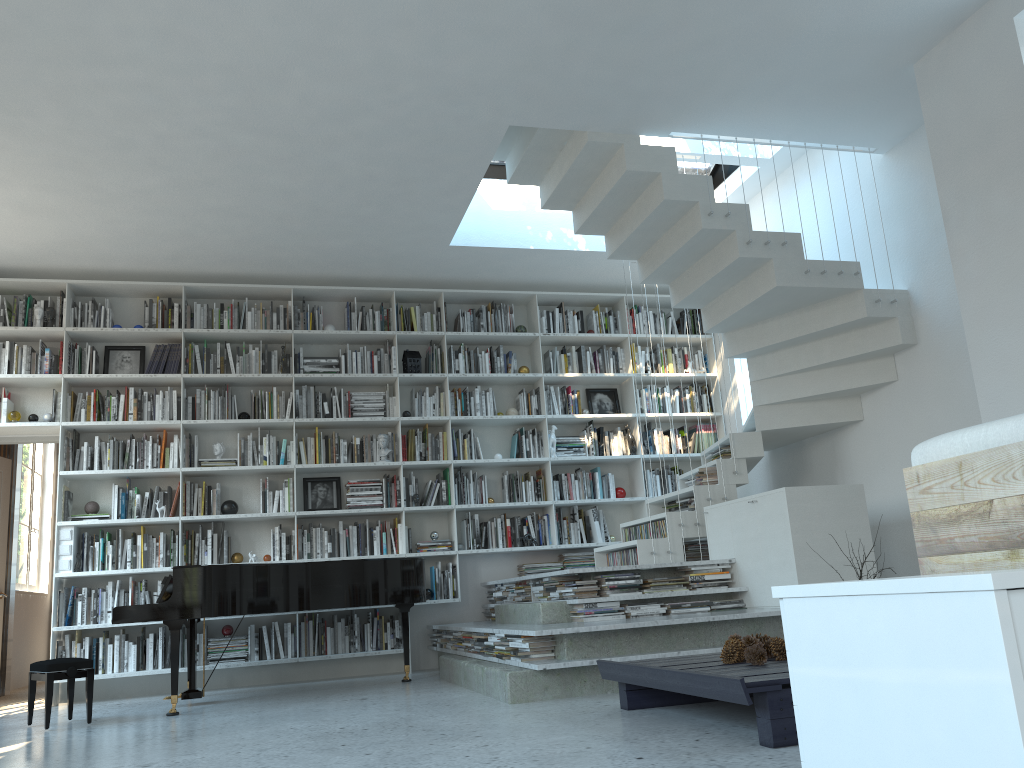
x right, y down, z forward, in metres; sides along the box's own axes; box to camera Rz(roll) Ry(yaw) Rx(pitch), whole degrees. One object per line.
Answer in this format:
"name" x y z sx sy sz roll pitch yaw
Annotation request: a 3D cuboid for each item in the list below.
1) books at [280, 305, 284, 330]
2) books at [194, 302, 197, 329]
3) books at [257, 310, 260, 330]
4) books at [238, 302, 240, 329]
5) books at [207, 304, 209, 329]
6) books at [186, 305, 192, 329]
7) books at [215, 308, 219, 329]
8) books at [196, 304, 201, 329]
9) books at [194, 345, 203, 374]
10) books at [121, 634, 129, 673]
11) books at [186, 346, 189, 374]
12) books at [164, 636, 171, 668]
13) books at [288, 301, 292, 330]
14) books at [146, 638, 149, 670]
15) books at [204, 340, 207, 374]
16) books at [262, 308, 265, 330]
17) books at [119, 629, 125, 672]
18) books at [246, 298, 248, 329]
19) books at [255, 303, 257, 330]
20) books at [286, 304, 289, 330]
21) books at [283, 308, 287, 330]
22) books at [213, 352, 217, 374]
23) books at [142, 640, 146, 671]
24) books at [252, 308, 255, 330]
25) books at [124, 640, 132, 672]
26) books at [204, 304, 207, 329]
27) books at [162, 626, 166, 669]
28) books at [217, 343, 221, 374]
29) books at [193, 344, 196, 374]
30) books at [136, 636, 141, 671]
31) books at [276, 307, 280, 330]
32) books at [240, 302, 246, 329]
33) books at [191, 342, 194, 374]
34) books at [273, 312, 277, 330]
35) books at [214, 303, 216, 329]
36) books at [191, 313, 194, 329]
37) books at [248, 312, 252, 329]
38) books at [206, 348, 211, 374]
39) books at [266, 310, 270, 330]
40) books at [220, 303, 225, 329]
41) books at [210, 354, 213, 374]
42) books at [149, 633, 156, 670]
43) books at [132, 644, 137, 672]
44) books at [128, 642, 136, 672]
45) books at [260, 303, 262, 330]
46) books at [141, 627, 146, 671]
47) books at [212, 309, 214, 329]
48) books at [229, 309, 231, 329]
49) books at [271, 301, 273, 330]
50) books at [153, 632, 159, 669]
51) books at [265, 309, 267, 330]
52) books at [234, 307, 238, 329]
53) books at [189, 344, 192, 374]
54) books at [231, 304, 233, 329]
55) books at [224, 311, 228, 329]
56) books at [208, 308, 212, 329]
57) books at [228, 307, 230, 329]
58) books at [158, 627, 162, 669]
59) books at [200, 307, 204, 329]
"books" -1.921 -0.510 7.390 0.029 0.260 0.152 0 -14 -16
"books" -2.573 -0.513 7.219 0.021 0.278 0.141 0 -14 -16
"books" -2.098 -0.485 7.341 0.029 0.213 0.142 0 -14 -16
"books" -2.246 -0.519 7.285 0.013 0.275 0.165 0 -14 -16
"books" -2.474 -0.505 7.218 0.012 0.249 0.174 0 -14 -16
"books" -2.612 -0.499 7.178 0.029 0.237 0.156 0 -14 -16
"books" -2.412 -0.491 7.263 0.025 0.234 0.130 0 -14 -16
"books" -2.542 -0.506 7.205 0.031 0.254 0.146 0 -14 -16
"books" -2.514 -0.158 7.131 0.067 0.274 0.168 0 -14 -16
"books" -2.836 1.969 6.493 0.025 0.265 0.160 0 -14 -16
"books" -2.587 -0.154 7.089 0.023 0.255 0.175 0 -14 -16
"books" -2.544 1.977 6.594 0.065 0.255 0.156 0 -14 -16
"books" -1.852 -0.528 7.395 0.026 0.288 0.176 0 -14 -16
"books" -2.678 1.991 6.541 0.022 0.224 0.141 0 -14 -16
"books" -2.463 -0.182 7.134 0.012 0.314 0.172 0 -14 -16
"books" -2.055 -0.497 7.334 0.021 0.228 0.161 0 -14 -16
"books" -2.860 1.955 6.509 0.014 0.303 0.140 0 -14 -16
"books" -2.188 -0.536 7.317 0.014 0.314 0.166 0 -14 -16
"books" -2.118 -0.513 7.333 0.014 0.268 0.156 0 -14 -16
"books" -1.872 -0.516 7.392 0.014 0.266 0.172 0 -14 -16
"books" -1.888 -0.498 7.374 0.026 0.224 0.172 0 -14 -16
"books" -2.390 -0.134 7.151 0.029 0.218 0.158 0 -14 -16
"books" -2.703 1.999 6.545 0.024 0.213 0.137 0 -14 -16
"books" -2.136 -0.498 7.323 0.026 0.235 0.134 0 -14 -16
"books" -2.812 1.992 6.493 0.021 0.217 0.191 0 -14 -16
"books" -2.492 -0.505 7.218 0.023 0.251 0.171 0 -14 -16
"books" -2.577 1.949 6.568 0.012 0.303 0.166 0 -14 -16
"books" -2.368 -0.170 7.167 0.023 0.292 0.156 0 -14 -16
"books" -2.550 -0.166 7.116 0.010 0.286 0.148 0 -14 -16
"books" -2.732 1.977 6.511 0.023 0.243 0.188 0 -14 -16
"books" -1.945 -0.500 7.372 0.026 0.236 0.149 0 -14 -16
"books" -2.214 -0.519 7.291 0.052 0.272 0.173 0 -14 -16
"books" -2.568 -0.171 7.136 0.014 0.308 0.130 0 -14 -16
"books" -1.968 -0.477 7.350 0.031 0.184 0.177 0 -14 -16
"books" -2.423 -0.512 7.237 0.010 0.263 0.161 0 -14 -16
"books" -2.589 -0.469 7.193 0.024 0.182 0.133 0 -14 -16
"books" -2.159 -0.477 7.302 0.031 0.189 0.182 0 -14 -16
"books" -2.441 -0.147 7.133 0.031 0.241 0.182 0 -14 -16
"books" -2.014 -0.487 7.326 0.026 0.199 0.187 0 -14 -16
"books" -2.374 -0.510 7.268 0.028 0.267 0.152 0 -14 -16
"books" -2.417 -0.124 7.149 0.024 0.201 0.154 0 -14 -16
"books" -2.655 1.975 6.549 0.027 0.255 0.179 0 -14 -16
"books" -2.756 2.004 6.497 0.031 0.187 0.190 0 -14 -16
"books" -2.787 1.997 6.498 0.028 0.205 0.171 0 -14 -16
"books" -2.071 -0.517 7.327 0.014 0.266 0.192 0 -14 -16
"books" -2.725 1.953 6.552 0.013 0.309 0.131 0 -14 -16
"books" -2.432 -0.485 7.226 0.014 0.207 0.167 0 -14 -16
"books" -2.306 -0.490 7.261 0.011 0.215 0.160 0 -14 -16
"books" -1.993 -0.524 7.360 0.013 0.285 0.160 0 -14 -16
"books" -2.629 1.976 6.580 0.040 0.263 0.138 0 -14 -16
"books" -2.034 -0.490 7.324 0.013 0.206 0.178 0 -14 -16
"books" -2.268 -0.496 7.289 0.029 0.235 0.130 0 -14 -16
"books" -2.575 -0.164 7.111 0.013 0.283 0.159 0 -14 -16
"books" -2.295 -0.507 7.269 0.013 0.251 0.184 0 -14 -16
"books" -2.341 -0.480 7.260 0.030 0.201 0.152 0 -14 -16
"books" -2.450 -0.488 7.207 0.029 0.207 0.179 0 -14 -16
"books" -2.320 -0.497 7.267 0.013 0.234 0.155 0 -14 -16
"books" -2.593 1.953 6.565 0.021 0.295 0.188 0 -14 -16
"books" -2.513 -0.491 7.205 0.023 0.219 0.182 0 -14 -16
